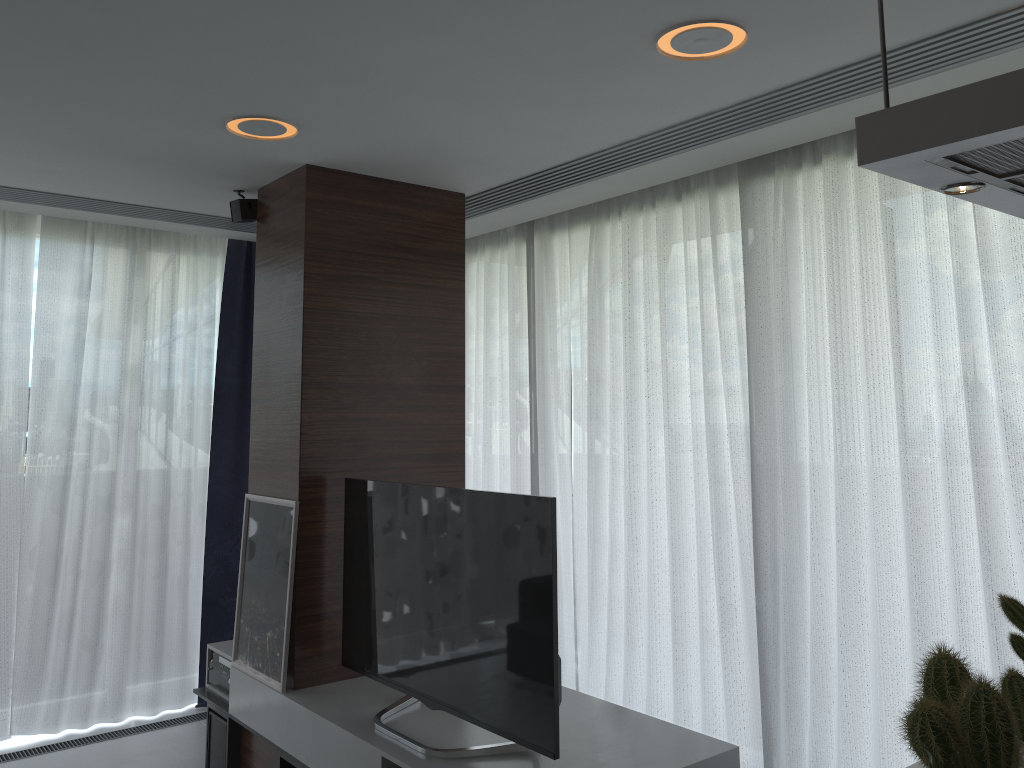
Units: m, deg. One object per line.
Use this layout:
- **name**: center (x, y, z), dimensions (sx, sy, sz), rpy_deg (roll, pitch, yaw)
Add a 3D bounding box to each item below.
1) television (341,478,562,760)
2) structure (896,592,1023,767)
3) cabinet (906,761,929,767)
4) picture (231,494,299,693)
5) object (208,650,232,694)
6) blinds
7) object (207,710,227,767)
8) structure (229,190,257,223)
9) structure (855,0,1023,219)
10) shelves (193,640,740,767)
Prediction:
- **television**: center (-0.246, 0.739, 2.939), dimensions (0.296, 0.794, 1.223), rpy_deg (5, -6, -38)
- **structure**: center (0.954, 0.483, 1.561), dimensions (0.998, 0.289, 0.221), rpy_deg (2, -6, -36)
- **cabinet**: center (0.242, 0.258, 0.669), dimensions (3.324, 2.578, 0.781), rpy_deg (3, -8, -38)
- **picture**: center (-0.996, 0.812, 3.547), dimensions (0.053, 0.708, 0.497), rpy_deg (5, -8, -38)
- **object**: center (-1.129, 1.284, 3.982), dimensions (0.367, 0.152, 0.367), rpy_deg (2, -4, -38)
- **blinds**: center (-1.710, 0.198, 1.539), dimensions (7.118, 2.800, 5.765), rpy_deg (2, -4, -35)
- **object**: center (-1.150, 1.541, 3.811), dimensions (0.253, 0.254, 0.212), rpy_deg (3, -7, -38)
- **structure**: center (-1.217, -0.804, 4.022), dimensions (0.084, 0.144, 0.114), rpy_deg (-6, -8, 41)
- **structure**: center (0.952, -0.632, 1.243), dimensions (1.041, 0.768, 0.443), rpy_deg (3, -7, -38)
- **shelves**: center (-0.367, 1.406, 3.339), dimensions (0.870, 0.504, 2.337), rpy_deg (3, -4, -39)
